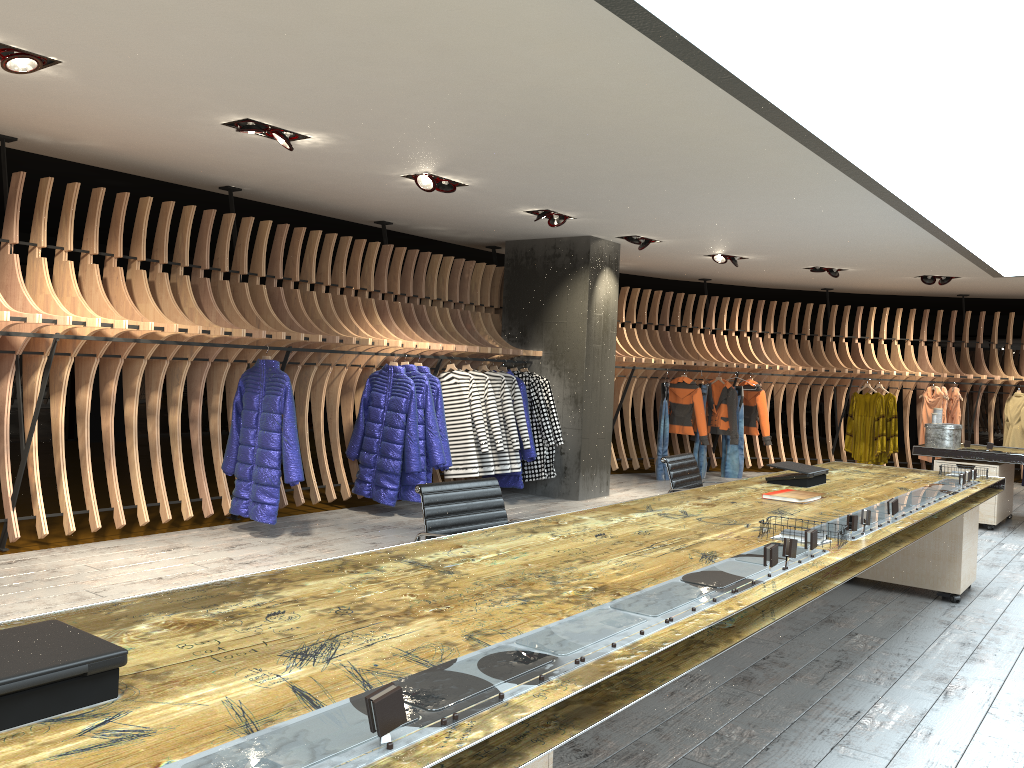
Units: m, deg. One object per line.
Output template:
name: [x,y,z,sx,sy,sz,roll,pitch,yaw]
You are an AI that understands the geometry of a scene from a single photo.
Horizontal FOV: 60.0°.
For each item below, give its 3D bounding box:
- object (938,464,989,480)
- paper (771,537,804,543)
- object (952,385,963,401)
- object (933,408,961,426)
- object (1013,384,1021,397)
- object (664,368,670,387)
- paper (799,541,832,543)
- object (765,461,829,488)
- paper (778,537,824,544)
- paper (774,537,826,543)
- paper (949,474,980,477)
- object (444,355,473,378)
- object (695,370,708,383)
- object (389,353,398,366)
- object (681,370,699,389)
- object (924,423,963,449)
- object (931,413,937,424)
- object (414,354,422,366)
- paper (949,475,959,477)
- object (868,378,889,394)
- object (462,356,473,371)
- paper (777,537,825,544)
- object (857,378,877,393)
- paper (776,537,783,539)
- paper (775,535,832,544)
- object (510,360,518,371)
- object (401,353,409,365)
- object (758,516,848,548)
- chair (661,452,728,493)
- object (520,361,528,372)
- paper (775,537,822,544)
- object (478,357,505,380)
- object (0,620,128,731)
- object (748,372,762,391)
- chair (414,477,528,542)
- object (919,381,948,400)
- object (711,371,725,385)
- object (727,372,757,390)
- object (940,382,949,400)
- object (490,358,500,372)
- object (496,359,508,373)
object: [3.108,0.608,6.101,0.302,0.074,0.217,3,1,31]
paper: [1.093,0.592,3.384,0.176,0.003,0.130,3,1,35]
object: [6.305,0.098,12.645,0.012,0.270,0.525,3,1,1]
object: [4.440,0.354,9.050,0.263,0.204,0.088,3,0,35]
object: [7.158,0.141,12.523,0.012,0.270,0.525,3,1,1]
object: [2.015,-0.085,11.496,0.023,0.243,0.549,3,1,18]
paper: [1.107,0.591,3.380,0.130,0.004,0.176,2,1,-45]
object: [1.692,0.533,5.254,0.261,0.111,0.372,3,1,36]
paper: [1.107,0.589,3.380,0.176,0.004,0.130,3,1,41]
paper: [1.107,0.591,3.380,0.176,0.004,0.130,3,1,39]
paper: [3.106,0.629,6.102,0.176,0.004,0.130,4,1,43]
object: [-0.569,-0.118,8.520,0.518,0.313,0.012,3,0,36]
object: [2.528,-0.068,11.819,0.023,0.243,0.549,3,1,33]
object: [-1.069,-0.135,7.916,0.523,0.292,0.012,3,0,36]
object: [2.265,-0.066,11.678,0.012,0.270,0.525,3,1,-39]
object: [4.433,0.531,9.116,0.303,0.239,0.497,3,1,37]
object: [4.305,0.354,9.042,0.062,0.109,0.062,3,0,2]
object: [-0.865,-0.144,8.163,0.525,0.270,0.012,3,0,36]
paper: [3.092,0.633,6.107,0.176,0.003,0.130,3,1,35]
object: [5.246,0.054,12.661,0.012,0.270,0.525,3,1,-24]
object: [-0.429,-0.115,8.709,0.518,0.313,0.012,3,0,36]
paper: [1.107,0.590,3.380,0.176,0.004,0.130,3,1,41]
object: [5.065,0.046,12.637,0.012,0.270,0.525,3,1,-24]
paper: [1.107,0.590,3.380,0.176,0.004,0.130,3,1,40]
paper: [1.107,0.589,3.380,0.176,0.004,0.130,4,1,43]
object: [0.042,-0.095,9.355,0.516,0.316,0.012,3,0,36]
object: [-0.958,-0.137,8.009,0.523,0.291,0.012,3,0,36]
object: [1.109,0.566,3.378,0.302,0.071,0.209,3,1,31]
chair: [1.256,0.886,5.439,0.668,0.859,0.693,3,0,23]
object: [0.151,-0.095,9.508,0.518,0.313,0.012,3,0,36]
paper: [1.107,0.591,3.380,0.176,0.004,0.130,3,1,40]
object: [-0.273,-0.112,8.920,0.518,0.313,0.012,3,0,36]
object: [-0.884,0.498,1.479,0.263,0.088,0.372,3,1,36]
object: [3.277,-0.030,12.189,0.012,0.270,0.525,3,1,-24]
chair: [-0.048,0.859,3.655,0.668,0.859,0.693,3,1,33]
object: [6.025,0.085,12.676,0.012,0.270,0.525,3,1,-19]
object: [2.787,-0.045,11.959,0.012,0.270,0.525,3,1,-34]
object: [3.055,-0.049,12.092,0.549,0.243,0.023,3,0,13]
object: [6.144,0.090,12.672,0.012,0.270,0.525,3,1,6]
object: [-0.167,-0.109,9.064,0.518,0.313,0.012,3,0,36]
object: [-0.095,-0.129,9.260,0.525,0.270,0.012,3,0,36]
